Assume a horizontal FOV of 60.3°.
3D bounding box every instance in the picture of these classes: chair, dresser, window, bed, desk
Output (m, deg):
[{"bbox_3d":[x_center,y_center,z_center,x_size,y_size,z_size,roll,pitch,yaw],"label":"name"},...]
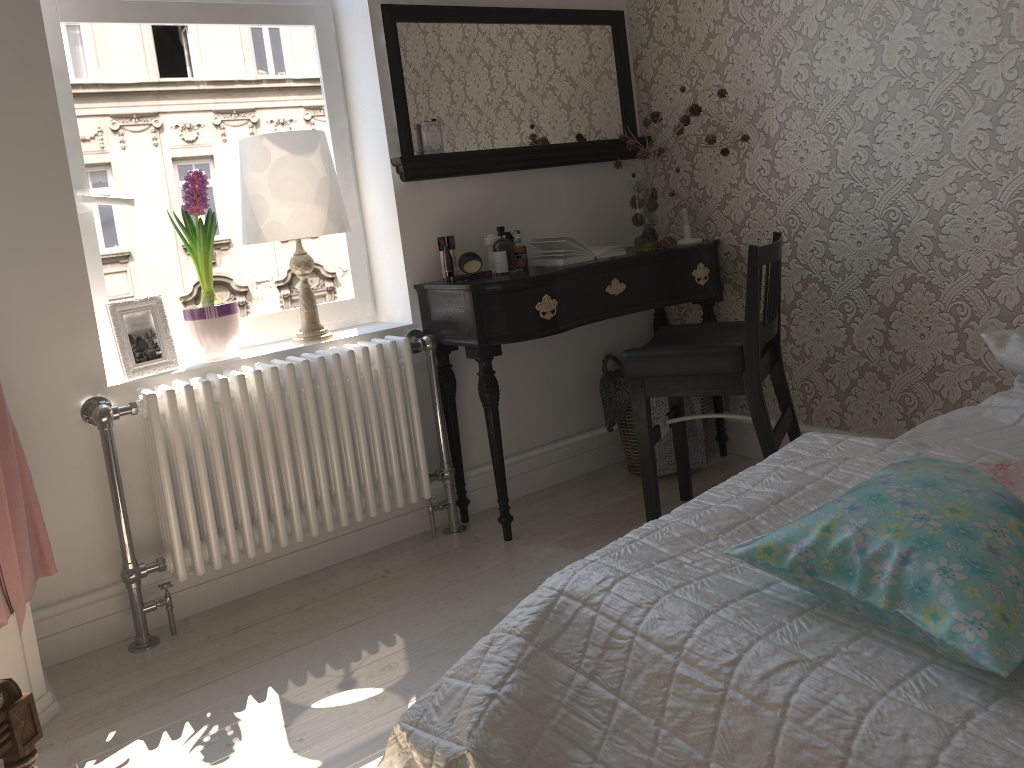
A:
[{"bbox_3d":[-1.000,0.511,1.100,0.537,0.881,0.527,-6,7,11],"label":"chair"},{"bbox_3d":[-1.591,-0.379,1.631,1.034,2.556,0.702,-12,8,-34],"label":"dresser"},{"bbox_3d":[-0.968,-0.990,2.780,0.958,1.764,0.110,-12,8,-34],"label":"window"},{"bbox_3d":[0.622,0.005,2.653,0.456,0.852,0.463,-4,8,26],"label":"chair"},{"bbox_3d":[0.992,0.344,1.313,2.234,0.624,1.960,-15,13,-33],"label":"bed"},{"bbox_3d":[0.295,-0.027,3.109,1.116,0.814,0.437,-14,9,-34],"label":"desk"}]

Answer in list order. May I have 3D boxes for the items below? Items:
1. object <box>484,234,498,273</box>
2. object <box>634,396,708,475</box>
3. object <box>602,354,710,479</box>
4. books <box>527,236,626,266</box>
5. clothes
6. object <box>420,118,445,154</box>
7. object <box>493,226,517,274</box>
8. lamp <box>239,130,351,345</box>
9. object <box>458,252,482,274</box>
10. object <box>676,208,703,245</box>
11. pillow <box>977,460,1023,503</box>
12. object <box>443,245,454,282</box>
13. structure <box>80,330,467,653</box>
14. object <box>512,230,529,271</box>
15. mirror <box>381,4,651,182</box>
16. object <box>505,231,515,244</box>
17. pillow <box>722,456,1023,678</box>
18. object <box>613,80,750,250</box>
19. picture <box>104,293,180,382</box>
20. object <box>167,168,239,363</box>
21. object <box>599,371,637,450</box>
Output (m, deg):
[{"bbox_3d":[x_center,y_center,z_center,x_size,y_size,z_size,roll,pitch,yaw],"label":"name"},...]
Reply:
[{"bbox_3d":[-0.061,-0.446,3.023,0.057,0.132,0.058,-5,7,16],"label":"object"},{"bbox_3d":[0.559,0.119,3.259,0.289,0.352,0.354,-7,9,5],"label":"object"},{"bbox_3d":[0.558,0.098,3.302,0.394,0.428,0.398,-8,8,-2],"label":"object"},{"bbox_3d":[0.220,-0.482,3.111,0.281,0.094,0.227,-14,13,-32],"label":"books"},{"bbox_3d":[-1.154,0.124,1.914,0.092,0.867,0.333,-8,7,-4],"label":"clothes"},{"bbox_3d":[-0.266,-0.823,2.935,0.073,0.120,0.037,-11,8,-29],"label":"object"},{"bbox_3d":[-0.028,-0.445,2.932,0.071,0.156,0.070,-13,9,-39],"label":"object"},{"bbox_3d":[-0.678,-0.456,2.795,0.341,0.646,0.343,-10,8,-22],"label":"lamp"},{"bbox_3d":[-0.140,-0.393,2.918,0.080,0.085,0.084,-6,9,6],"label":"object"},{"bbox_3d":[0.643,-0.582,3.255,0.105,0.130,0.106,-7,8,1],"label":"object"},{"bbox_3d":[0.752,0.192,0.913,0.353,0.200,0.399,-8,10,-1],"label":"pillow"},{"bbox_3d":[-0.208,-0.396,2.890,0.031,0.119,0.055,-7,7,4],"label":"object"},{"bbox_3d":[-0.638,0.264,2.625,1.078,0.675,0.166,-14,9,-34],"label":"structure"},{"bbox_3d":[0.023,-0.454,2.996,0.054,0.137,0.055,-7,7,5],"label":"object"},{"bbox_3d":[0.049,-1.055,3.148,1.129,0.566,0.066,-14,9,-34],"label":"mirror"},{"bbox_3d":[-0.013,-0.466,3.089,0.057,0.132,0.058,-5,7,16],"label":"object"},{"bbox_3d":[0.525,0.206,1.090,0.365,0.167,0.384,-13,12,-29],"label":"pillow"},{"bbox_3d":[0.583,-0.771,3.144,0.540,0.593,0.322,-3,8,26],"label":"object"},{"bbox_3d":[-1.048,-0.134,2.511,0.049,0.223,0.179,-3,9,36],"label":"picture"},{"bbox_3d":[-0.927,-0.357,2.646,0.156,0.571,0.158,-2,8,41],"label":"object"},{"bbox_3d":[0.499,0.109,3.262,0.371,0.329,0.304,-13,10,-33],"label":"object"}]
